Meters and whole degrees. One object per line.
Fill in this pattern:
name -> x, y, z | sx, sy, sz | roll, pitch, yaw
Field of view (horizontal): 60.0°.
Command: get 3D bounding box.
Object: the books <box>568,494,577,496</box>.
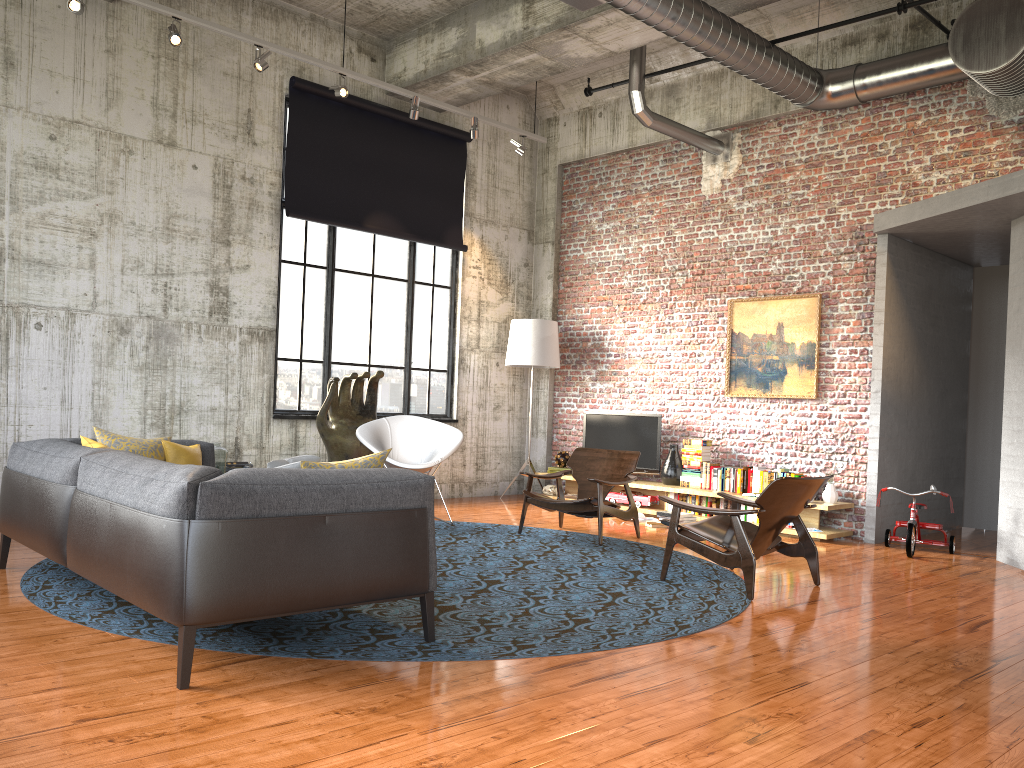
books -> 0.749, 1.347, 10.801 | 0.113, 0.016, 0.114 | 3, -2, -20

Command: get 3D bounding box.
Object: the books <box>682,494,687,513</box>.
books -> 1.924, 1.304, 9.689 | 0.148, 0.213, 0.049 | 3, 0, -44

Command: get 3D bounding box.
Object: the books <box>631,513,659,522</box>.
books -> 1.323, 1.423, 9.518 | 0.300, 0.049, 0.422 | 3, -2, -29

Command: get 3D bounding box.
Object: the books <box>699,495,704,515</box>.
books -> 2.082, 1.301, 9.546 | 0.156, 0.225, 0.052 | 3, 0, -44

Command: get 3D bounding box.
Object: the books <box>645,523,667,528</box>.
books -> 1.470, 1.439, 9.037 | 0.182, 0.030, 0.128 | 3, -1, -22

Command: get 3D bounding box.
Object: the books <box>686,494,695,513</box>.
books -> 1.950, 1.302, 9.664 | 0.139, 0.217, 0.022 | 2, 0, -44

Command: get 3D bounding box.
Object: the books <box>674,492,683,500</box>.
books -> 1.849, 1.284, 9.770 | 0.153, 0.252, 0.046 | 2, 0, -44

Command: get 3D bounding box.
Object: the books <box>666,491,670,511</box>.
books -> 1.761, 1.299, 9.848 | 0.139, 0.217, 0.022 | 2, 0, -44

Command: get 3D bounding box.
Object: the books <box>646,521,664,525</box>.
books -> 1.468, 1.413, 9.039 | 0.189, 0.022, 0.133 | 2, -1, 7

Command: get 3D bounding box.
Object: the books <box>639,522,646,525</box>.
books -> 1.431, 1.452, 9.245 | 0.133, 0.012, 0.189 | 1, -2, 44

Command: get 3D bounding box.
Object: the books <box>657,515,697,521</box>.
books -> 1.717, 1.387, 9.232 | 0.262, 0.028, 0.320 | 3, -2, -34

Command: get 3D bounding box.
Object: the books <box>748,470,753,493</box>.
books -> 2.526, 1.026, 9.283 | 0.160, 0.250, 0.026 | 2, 0, -45

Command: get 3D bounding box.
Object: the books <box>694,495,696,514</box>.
books -> 2.034, 1.303, 9.598 | 0.159, 0.220, 0.030 | 3, 0, -44

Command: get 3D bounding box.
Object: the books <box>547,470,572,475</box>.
books -> 0.635, 1.099, 11.060 | 0.301, 0.037, 0.243 | 1, -2, 38

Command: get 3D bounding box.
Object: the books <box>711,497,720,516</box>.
books -> 2.187, 1.289, 9.418 | 0.153, 0.256, 0.088 | 2, 0, -44

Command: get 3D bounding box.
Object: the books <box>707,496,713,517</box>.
books -> 2.142, 1.304, 9.451 | 0.159, 0.220, 0.030 | 3, 0, -44

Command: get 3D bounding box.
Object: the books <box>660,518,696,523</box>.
books -> 1.734, 1.416, 9.263 | 0.299, 0.028, 0.237 | 1, -2, 44

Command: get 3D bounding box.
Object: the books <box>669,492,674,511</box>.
books -> 1.815, 1.286, 9.811 | 0.171, 0.246, 0.057 | 3, 0, -44

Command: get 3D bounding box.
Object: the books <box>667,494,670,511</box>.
books -> 1.779, 1.312, 9.834 | 0.140, 0.193, 0.023 | 3, 0, -44

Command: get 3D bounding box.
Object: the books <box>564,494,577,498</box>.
books -> 0.743, 1.365, 10.811 | 0.166, 0.021, 0.211 | 2, -2, 21

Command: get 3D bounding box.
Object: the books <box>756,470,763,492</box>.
books -> 2.605, 1.026, 9.209 | 0.183, 0.253, 0.034 | 3, 0, -45

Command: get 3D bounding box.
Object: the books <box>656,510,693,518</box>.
books -> 1.692, 1.356, 9.221 | 0.236, 0.035, 0.296 | 4, -2, -42

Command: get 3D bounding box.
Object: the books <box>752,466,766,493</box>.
books -> 2.576, 1.007, 9.240 | 0.176, 0.290, 0.053 | 2, 0, -45

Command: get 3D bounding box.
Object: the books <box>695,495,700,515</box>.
books -> 2.040, 1.302, 9.563 | 0.159, 0.220, 0.030 | 3, 0, -44

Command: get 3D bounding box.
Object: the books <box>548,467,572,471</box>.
books -> 0.637, 1.063, 11.059 | 0.302, 0.037, 0.243 | 2, -2, 26

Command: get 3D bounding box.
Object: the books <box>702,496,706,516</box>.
books -> 2.099, 1.309, 9.499 | 0.151, 0.208, 0.039 | 3, 0, -44

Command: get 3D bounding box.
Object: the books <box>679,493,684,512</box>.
books -> 1.891, 1.306, 9.719 | 0.151, 0.208, 0.039 | 3, 0, -44

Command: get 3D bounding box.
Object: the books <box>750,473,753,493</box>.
books -> 2.541, 1.040, 9.263 | 0.161, 0.223, 0.026 | 3, 0, -45

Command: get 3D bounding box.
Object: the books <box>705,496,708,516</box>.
books -> 2.128, 1.304, 9.478 | 0.159, 0.220, 0.030 | 3, 0, -44

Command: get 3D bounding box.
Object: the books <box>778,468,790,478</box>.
books -> 2.768, 1.010, 9.046 | 0.176, 0.290, 0.036 | 2, 0, -45

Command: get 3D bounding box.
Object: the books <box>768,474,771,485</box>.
books -> 2.686, 1.042, 9.121 | 0.161, 0.223, 0.027 | 3, 0, -45

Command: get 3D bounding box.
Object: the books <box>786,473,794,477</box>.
books -> 2.826, 1.031, 8.978 | 0.160, 0.250, 0.026 | 2, 0, -45

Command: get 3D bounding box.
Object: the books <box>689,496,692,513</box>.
books -> 1.978, 1.314, 9.627 | 0.140, 0.193, 0.023 | 3, 0, -44

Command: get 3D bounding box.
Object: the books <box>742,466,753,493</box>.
books -> 2.505, 1.009, 9.326 | 0.198, 0.284, 0.066 | 3, 0, -45

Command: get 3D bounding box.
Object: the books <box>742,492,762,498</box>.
books -> 2.510, 1.122, 8.941 | 0.214, 0.040, 0.316 | 4, -2, -44

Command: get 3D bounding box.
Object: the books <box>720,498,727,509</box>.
books -> 2.258, 1.307, 9.372 | 0.149, 0.214, 0.049 | 3, 0, -44

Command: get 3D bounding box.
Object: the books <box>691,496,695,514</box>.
books -> 2.003, 1.312, 9.612 | 0.146, 0.200, 0.032 | 3, 0, -44

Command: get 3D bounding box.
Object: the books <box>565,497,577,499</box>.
books -> 0.741, 1.384, 10.820 | 0.211, 0.020, 0.162 | 2, -1, 13

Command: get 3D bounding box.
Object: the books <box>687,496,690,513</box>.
books -> 1.960, 1.314, 9.643 | 0.140, 0.193, 0.023 | 3, 0, -44

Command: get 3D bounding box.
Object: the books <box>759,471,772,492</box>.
books -> 2.625, 1.026, 9.182 | 0.183, 0.253, 0.034 | 3, 0, -45
